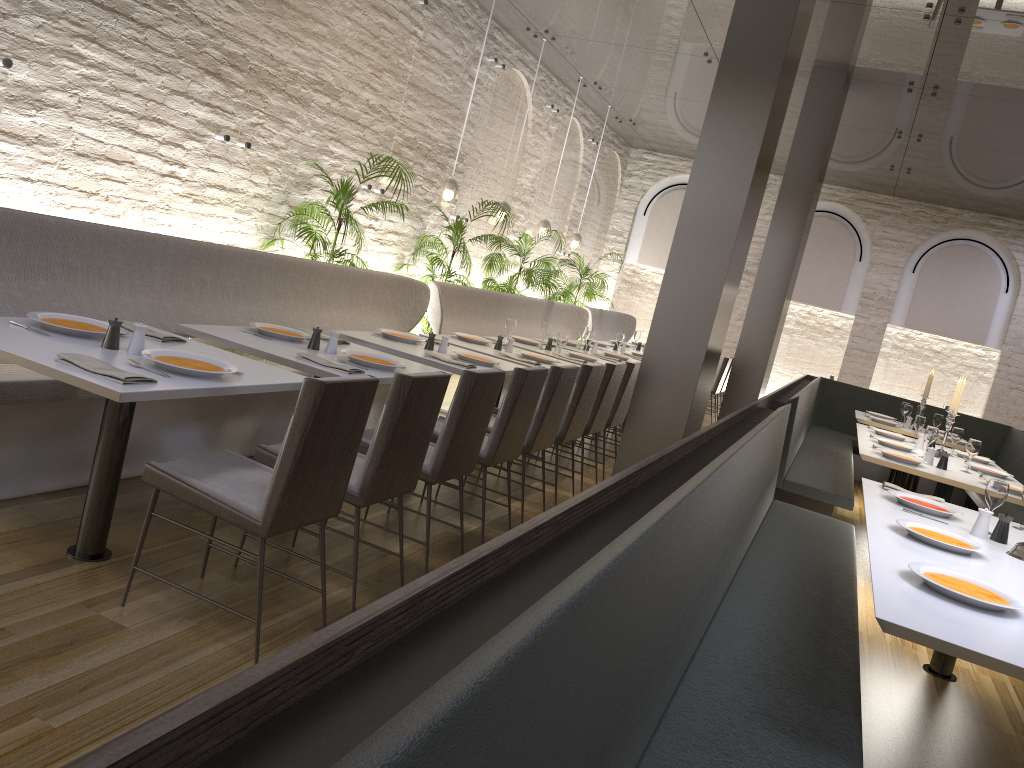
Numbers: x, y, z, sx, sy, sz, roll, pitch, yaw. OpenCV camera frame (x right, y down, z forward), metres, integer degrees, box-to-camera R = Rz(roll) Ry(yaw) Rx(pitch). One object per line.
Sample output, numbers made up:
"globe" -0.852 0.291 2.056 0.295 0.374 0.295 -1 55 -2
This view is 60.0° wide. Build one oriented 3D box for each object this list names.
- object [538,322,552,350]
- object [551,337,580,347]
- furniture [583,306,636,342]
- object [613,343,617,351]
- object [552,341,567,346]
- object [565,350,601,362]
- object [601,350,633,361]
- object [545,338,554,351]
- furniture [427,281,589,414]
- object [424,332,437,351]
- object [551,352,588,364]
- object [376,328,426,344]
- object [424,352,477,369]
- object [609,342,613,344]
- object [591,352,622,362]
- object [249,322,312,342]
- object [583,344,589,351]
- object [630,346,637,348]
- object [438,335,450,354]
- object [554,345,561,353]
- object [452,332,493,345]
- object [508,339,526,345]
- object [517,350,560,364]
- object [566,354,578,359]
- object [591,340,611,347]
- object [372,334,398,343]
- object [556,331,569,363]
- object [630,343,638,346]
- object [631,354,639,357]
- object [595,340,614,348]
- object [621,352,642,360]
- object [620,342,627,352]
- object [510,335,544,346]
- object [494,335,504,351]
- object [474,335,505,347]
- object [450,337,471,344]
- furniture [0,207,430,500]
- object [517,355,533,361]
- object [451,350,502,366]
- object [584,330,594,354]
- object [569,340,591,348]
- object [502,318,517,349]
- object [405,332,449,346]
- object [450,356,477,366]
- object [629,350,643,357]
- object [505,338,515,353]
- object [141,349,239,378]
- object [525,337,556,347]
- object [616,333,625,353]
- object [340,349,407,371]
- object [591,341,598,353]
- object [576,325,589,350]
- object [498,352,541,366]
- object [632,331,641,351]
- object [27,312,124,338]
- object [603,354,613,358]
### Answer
"object" 0.272 -0.406 7.477 0.086 0.230 0.086 12 6 -22
"object" 0.529 -0.414 8.801 0.321 0.036 0.323 14 7 -2
"furniture" 1.496 -0.466 12.816 0.710 1.093 2.585 16 7 20
"object" 1.152 -0.424 9.745 0.059 0.109 0.059 15 6 12
"object" 0.457 -0.399 8.632 0.186 0.010 0.017 17 7 20
"object" 0.600 -0.229 7.529 0.322 0.036 0.323 14 7 2
"object" 1.014 -0.269 8.614 0.321 0.036 0.323 14 7 -2
"object" 0.322 -0.343 7.565 0.059 0.109 0.059 15 6 12
"furniture" 0.188 -0.340 9.380 0.711 1.093 4.477 16 7 20
"object" -0.496 -0.264 5.419 0.059 0.109 0.059 15 6 12
"object" 0.470 -0.210 7.193 0.274 0.033 0.143 17 8 20
"object" -0.701 -0.294 5.570 0.321 0.036 0.323 14 7 -2
"object" -0.348 -0.131 5.047 0.274 0.033 0.143 17 8 20
"object" 1.272 -0.478 10.772 0.186 0.010 0.017 17 7 20
"object" 0.883 -0.250 8.279 0.274 0.033 0.143 17 8 20
"object" -1.147 -0.251 4.400 0.321 0.036 0.323 14 7 -2
"object" 0.735 -0.383 8.650 0.059 0.109 0.059 15 6 12
"object" 1.480 -0.493 11.255 0.274 0.033 0.143 17 8 20
"object" -0.416 -0.247 5.437 0.059 0.109 0.059 15 6 12
"object" 0.401 -0.326 7.583 0.059 0.109 0.059 15 6 12
"object" -0.298 -0.334 6.629 0.320 0.036 0.324 9 9 -35
"object" 0.044 -0.359 7.547 0.186 0.010 0.017 17 7 20
"object" 0.187 -0.189 6.441 0.320 0.036 0.324 9 9 -35
"object" 0.529 -0.216 7.360 0.182 0.015 0.038 17 8 22
"object" 0.946 -0.454 9.896 0.321 0.036 0.323 14 7 -2
"object" -0.773 -0.279 5.400 0.186 0.010 0.017 17 7 20
"object" 0.362 -0.276 6.656 0.086 0.230 0.087 11 6 -28
"object" 1.664 -0.516 11.803 0.186 0.010 0.017 17 7 20
"object" 1.359 -0.297 9.540 0.182 0.015 0.038 17 8 22
"object" 1.082 -0.454 10.210 0.274 0.033 0.143 17 8 20
"object" 1.300 -0.291 9.374 0.274 0.033 0.143 17 8 20
"object" 1.231 -0.407 9.763 0.059 0.109 0.059 15 6 12
"object" 0.116 -0.374 7.716 0.322 0.036 0.323 14 7 2
"object" -0.092 -0.303 6.477 0.060 0.109 0.059 17 6 28
"object" -0.162 -0.334 6.942 0.274 0.033 0.143 17 8 20
"object" -0.370 -0.318 6.459 0.186 0.010 0.017 17 7 20
"furniture" -1.464 -0.180 5.044 0.711 1.093 4.477 16 7 20
"object" 0.115 -0.176 6.272 0.182 0.015 0.038 17 8 22
"object" -0.217 -0.150 5.382 0.321 0.036 0.323 14 7 -2
"object" 0.664 -0.353 7.812 0.087 0.230 0.086 17 6 26
"object" 0.665 -0.414 9.115 0.274 0.033 0.143 17 8 20
"object" -0.026 -0.377 6.693 0.086 0.230 0.087 11 6 -28
"object" -0.565 -0.295 5.883 0.274 0.033 0.143 17 8 20
"object" -0.288 -0.137 5.213 0.182 0.015 0.038 17 8 22
"object" 1.431 -0.309 9.708 0.321 0.036 0.323 14 7 -2
"object" -0.013 -0.286 6.496 0.060 0.109 0.059 17 6 28
"object" -1.107 -0.063 3.044 0.321 0.036 0.323 14 7 -2
"object" 0.252 -0.374 8.030 0.274 0.033 0.143 17 8 20
"object" 1.068 -0.392 8.874 0.086 0.230 0.087 11 6 -28
"object" -0.662 -0.106 4.213 0.321 0.036 0.323 14 7 -2
"object" 0.815 -0.366 8.669 0.059 0.109 0.059 15 6 12
"object" 0.676 -0.445 8.538 0.086 0.230 0.087 11 6 -28
"object" 0.055 -0.170 6.106 0.274 0.033 0.143 17 8 20
"object" 1.497 -0.525 10.694 0.086 0.230 0.087 10 7 -40
"object" -1.592 -0.208 3.231 0.321 0.036 0.323 14 7 -2
"object" 0.942 -0.256 8.445 0.182 0.015 0.038 17 8 22
